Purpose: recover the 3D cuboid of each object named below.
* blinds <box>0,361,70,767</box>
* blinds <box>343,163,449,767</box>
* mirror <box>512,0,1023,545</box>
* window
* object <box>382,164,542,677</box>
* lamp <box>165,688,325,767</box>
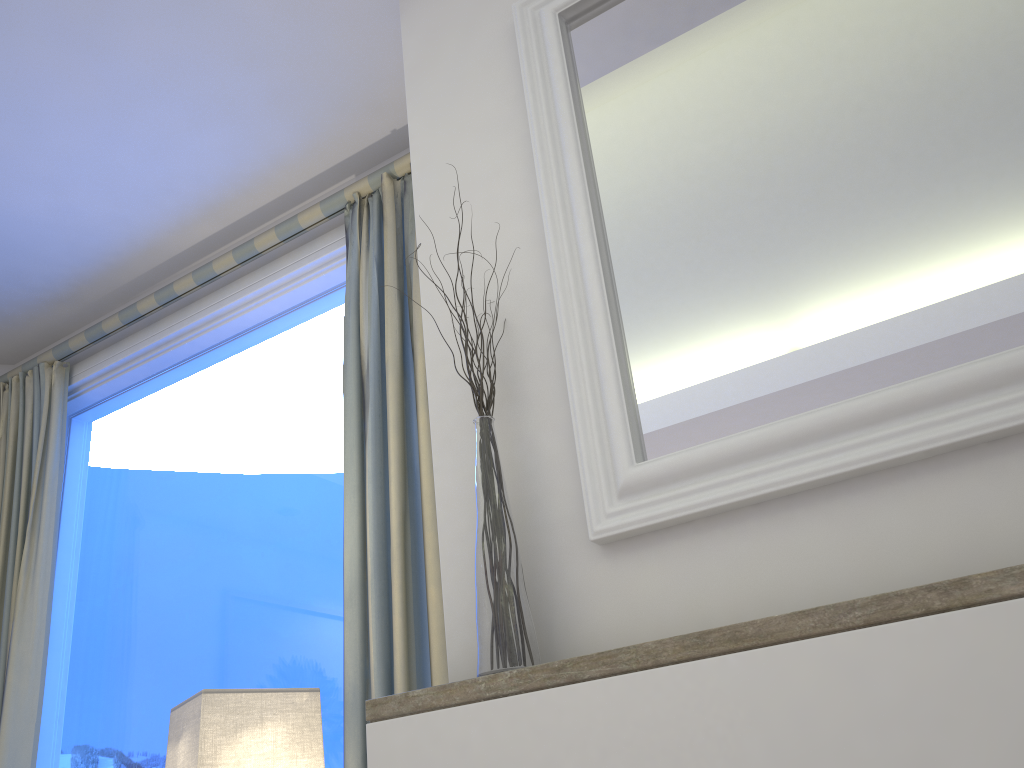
[{"bbox_3d":[-1.380,0.996,2.150,0.527,2.321,0.270,-16,-26,20],"label":"blinds"},{"bbox_3d":[-0.212,0.556,1.539,0.666,2.321,0.230,-22,-29,31],"label":"blinds"},{"bbox_3d":[0.408,-0.351,1.117,0.846,0.921,0.039,-20,-28,26],"label":"mirror"},{"bbox_3d":[-0.690,0.697,2.079,1.523,1.986,0.208,-20,-28,26],"label":"window"},{"bbox_3d":[-0.046,0.031,1.179,0.190,0.679,0.196,9,-29,-30],"label":"object"},{"bbox_3d":[-0.840,1.291,1.582,1.547,1.182,0.278,-28,-32,37],"label":"lamp"}]
